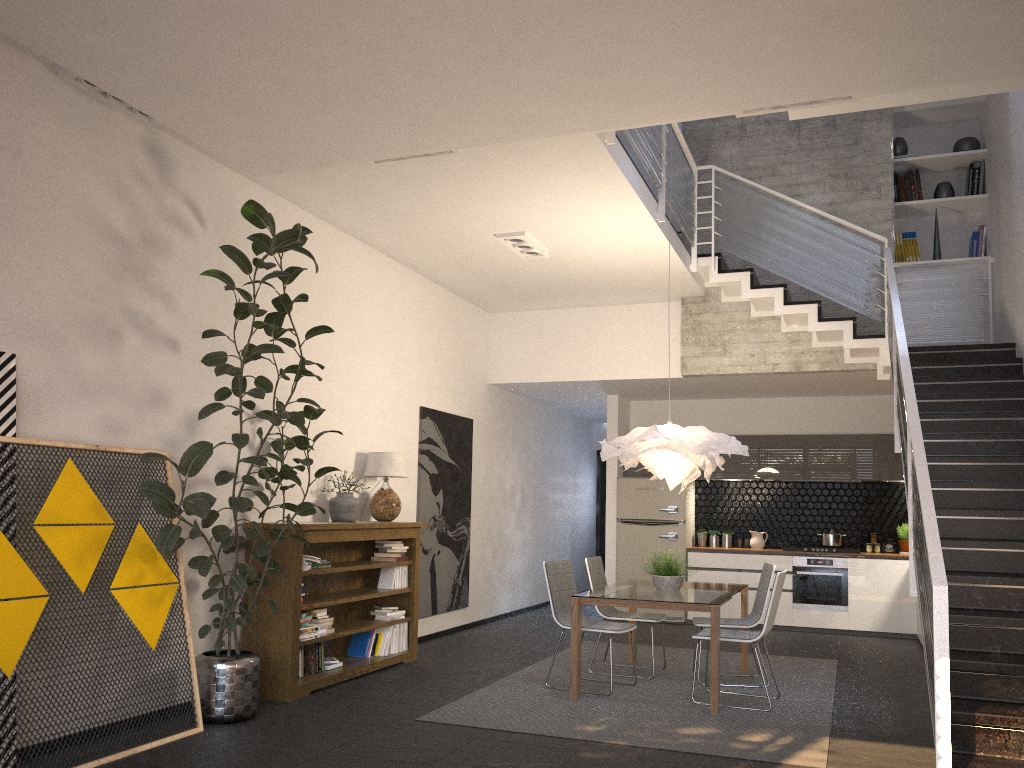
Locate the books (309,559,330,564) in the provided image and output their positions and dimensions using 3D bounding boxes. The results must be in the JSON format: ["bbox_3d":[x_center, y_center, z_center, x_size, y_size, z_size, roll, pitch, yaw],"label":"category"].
[{"bbox_3d":[-1.459,1.289,6.437,0.166,0.023,0.228,-2,-9,25],"label":"books"}]

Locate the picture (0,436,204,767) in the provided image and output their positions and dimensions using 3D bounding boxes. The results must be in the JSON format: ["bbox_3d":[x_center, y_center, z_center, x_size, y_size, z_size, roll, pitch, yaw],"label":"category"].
[{"bbox_3d":[-2.189,1.093,4.496,0.386,1.597,1.505,-1,-7,21],"label":"picture"}]

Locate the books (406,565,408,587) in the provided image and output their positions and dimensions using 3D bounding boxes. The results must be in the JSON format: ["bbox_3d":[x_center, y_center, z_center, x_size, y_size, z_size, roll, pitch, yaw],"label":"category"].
[{"bbox_3d":[-0.955,1.645,7.598,0.135,0.188,0.031,-1,-5,21],"label":"books"}]

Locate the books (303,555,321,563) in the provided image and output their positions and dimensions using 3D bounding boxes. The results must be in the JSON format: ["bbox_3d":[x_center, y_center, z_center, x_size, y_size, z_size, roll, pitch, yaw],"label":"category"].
[{"bbox_3d":[-1.550,1.231,6.307,0.273,0.108,0.323,6,-9,-34],"label":"books"}]

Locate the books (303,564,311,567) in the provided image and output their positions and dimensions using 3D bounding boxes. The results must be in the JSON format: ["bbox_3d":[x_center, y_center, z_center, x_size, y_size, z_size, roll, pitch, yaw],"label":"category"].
[{"bbox_3d":[-1.551,1.282,6.274,0.253,0.011,0.320,3,-8,-12],"label":"books"}]

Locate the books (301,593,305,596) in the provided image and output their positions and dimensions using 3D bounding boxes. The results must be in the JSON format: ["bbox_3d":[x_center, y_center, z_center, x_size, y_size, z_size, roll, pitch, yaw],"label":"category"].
[{"bbox_3d":[-1.574,1.478,6.202,0.174,0.019,0.245,0,-8,6],"label":"books"}]

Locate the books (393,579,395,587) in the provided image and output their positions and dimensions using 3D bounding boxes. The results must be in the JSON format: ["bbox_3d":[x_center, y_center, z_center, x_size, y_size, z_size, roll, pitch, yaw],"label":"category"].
[{"bbox_3d":[-1.034,1.630,7.393,0.120,0.157,0.056,-1,-6,21],"label":"books"}]

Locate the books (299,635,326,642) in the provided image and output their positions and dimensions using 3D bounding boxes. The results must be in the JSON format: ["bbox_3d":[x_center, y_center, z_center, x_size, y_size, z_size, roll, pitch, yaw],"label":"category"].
[{"bbox_3d":[-1.479,1.772,6.198,0.218,0.008,0.306,-2,-9,20],"label":"books"}]

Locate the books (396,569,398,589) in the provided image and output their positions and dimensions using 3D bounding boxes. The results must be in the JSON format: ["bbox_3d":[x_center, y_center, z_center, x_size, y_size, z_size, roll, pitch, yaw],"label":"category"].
[{"bbox_3d":[-1.014,1.638,7.447,0.120,0.158,0.016,-1,-5,21],"label":"books"}]

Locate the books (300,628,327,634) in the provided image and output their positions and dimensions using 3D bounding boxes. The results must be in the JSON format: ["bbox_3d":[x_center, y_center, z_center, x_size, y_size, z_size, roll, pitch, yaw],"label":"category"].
[{"bbox_3d":[-1.476,1.723,6.209,0.218,0.007,0.306,-2,-9,24],"label":"books"}]

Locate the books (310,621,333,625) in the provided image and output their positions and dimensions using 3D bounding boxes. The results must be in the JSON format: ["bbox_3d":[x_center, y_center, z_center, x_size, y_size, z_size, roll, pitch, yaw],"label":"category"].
[{"bbox_3d":[-1.462,1.749,6.488,0.243,0.023,0.176,-3,-9,28],"label":"books"}]

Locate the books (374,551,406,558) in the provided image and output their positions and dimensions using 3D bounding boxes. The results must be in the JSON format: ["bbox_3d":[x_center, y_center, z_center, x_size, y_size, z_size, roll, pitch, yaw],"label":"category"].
[{"bbox_3d":[1.271,-1.656,8.938,5.402,6.675,0.361,5,-6,-28],"label":"books"}]

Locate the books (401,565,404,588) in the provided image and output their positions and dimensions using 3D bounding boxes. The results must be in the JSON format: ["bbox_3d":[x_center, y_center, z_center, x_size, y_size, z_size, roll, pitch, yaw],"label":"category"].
[{"bbox_3d":[-0.983,1.635,7.524,0.135,0.188,0.015,-1,-5,21],"label":"books"}]

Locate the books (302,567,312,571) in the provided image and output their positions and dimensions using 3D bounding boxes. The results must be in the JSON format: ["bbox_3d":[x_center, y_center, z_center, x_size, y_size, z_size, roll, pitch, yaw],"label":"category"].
[{"bbox_3d":[-1.547,1.299,6.244,0.252,0.011,0.320,2,-8,-5],"label":"books"}]

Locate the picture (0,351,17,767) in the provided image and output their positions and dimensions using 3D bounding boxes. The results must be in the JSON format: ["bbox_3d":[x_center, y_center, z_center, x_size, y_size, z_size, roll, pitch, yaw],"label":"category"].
[{"bbox_3d":[-2.582,0.782,3.856,0.207,2.009,0.962,-1,-6,21],"label":"picture"}]

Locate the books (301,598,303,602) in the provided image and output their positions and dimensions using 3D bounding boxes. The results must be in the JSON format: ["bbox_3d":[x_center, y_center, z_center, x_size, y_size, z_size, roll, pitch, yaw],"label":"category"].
[{"bbox_3d":[-1.579,1.521,6.205,0.158,0.021,0.225,0,-8,6],"label":"books"}]

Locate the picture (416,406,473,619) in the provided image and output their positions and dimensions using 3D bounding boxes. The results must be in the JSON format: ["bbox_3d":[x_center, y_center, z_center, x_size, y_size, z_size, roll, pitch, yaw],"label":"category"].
[{"bbox_3d":[-0.680,1.306,9.043,0.033,2.018,1.239,-1,-6,21],"label":"picture"}]

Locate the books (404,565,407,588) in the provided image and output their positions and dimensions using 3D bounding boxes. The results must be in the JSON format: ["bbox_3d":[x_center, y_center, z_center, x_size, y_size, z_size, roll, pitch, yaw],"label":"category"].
[{"bbox_3d":[-0.965,1.642,7.576,0.136,0.188,0.018,-1,-5,21],"label":"books"}]

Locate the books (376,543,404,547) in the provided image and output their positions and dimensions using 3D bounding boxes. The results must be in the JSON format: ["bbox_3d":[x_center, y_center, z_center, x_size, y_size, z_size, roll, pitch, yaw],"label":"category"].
[{"bbox_3d":[-1.040,1.363,7.522,0.175,0.023,0.244,5,-9,-24],"label":"books"}]

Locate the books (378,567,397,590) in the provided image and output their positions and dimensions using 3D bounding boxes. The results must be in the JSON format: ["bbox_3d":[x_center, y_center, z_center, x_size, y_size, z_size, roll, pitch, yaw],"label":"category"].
[{"bbox_3d":[-1.040,1.615,7.376,0.135,0.181,0.078,-1,-6,21],"label":"books"}]

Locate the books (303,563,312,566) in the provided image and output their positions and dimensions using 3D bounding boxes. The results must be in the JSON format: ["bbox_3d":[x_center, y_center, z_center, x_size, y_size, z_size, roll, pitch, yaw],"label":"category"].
[{"bbox_3d":[-1.558,1.265,6.232,0.252,0.011,0.320,1,-8,3],"label":"books"}]

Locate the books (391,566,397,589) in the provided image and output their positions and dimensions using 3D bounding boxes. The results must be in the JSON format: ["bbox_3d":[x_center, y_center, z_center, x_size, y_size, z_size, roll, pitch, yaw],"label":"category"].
[{"bbox_3d":[-1.036,1.621,7.435,0.136,0.188,0.018,-1,-5,21],"label":"books"}]

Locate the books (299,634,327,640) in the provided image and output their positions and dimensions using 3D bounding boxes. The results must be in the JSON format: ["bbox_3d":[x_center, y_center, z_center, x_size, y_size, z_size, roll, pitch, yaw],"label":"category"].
[{"bbox_3d":[-1.480,1.765,6.197,0.219,0.007,0.306,-3,-9,25],"label":"books"}]

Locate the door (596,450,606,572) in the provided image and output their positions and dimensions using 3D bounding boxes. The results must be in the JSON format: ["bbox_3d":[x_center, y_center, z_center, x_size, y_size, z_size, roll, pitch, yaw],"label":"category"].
[{"bbox_3d":[1.906,2.214,14.267,1.108,2.304,0.161,-1,-5,21],"label":"door"}]

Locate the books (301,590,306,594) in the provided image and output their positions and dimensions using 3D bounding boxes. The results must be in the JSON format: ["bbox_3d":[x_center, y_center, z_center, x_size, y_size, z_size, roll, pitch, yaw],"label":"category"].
[{"bbox_3d":[-1.574,1.456,6.195,0.162,0.023,0.233,-2,-9,21],"label":"books"}]

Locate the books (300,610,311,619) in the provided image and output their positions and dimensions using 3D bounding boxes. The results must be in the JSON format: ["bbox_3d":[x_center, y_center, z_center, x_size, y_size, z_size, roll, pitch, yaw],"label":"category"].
[{"bbox_3d":[-1.551,1.630,6.269,0.193,0.028,0.247,1,-8,1],"label":"books"}]

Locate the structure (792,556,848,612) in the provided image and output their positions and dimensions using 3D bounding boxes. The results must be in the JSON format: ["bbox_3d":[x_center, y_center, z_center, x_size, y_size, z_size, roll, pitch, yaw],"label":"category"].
[{"bbox_3d":[3.537,2.269,10.138,0.588,0.585,0.587,-1,-7,21],"label":"structure"}]

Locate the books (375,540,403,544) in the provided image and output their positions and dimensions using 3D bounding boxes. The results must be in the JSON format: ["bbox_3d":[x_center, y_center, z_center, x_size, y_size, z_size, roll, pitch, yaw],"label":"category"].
[{"bbox_3d":[-1.047,1.341,7.526,0.205,0.022,0.156,0,-8,6],"label":"books"}]

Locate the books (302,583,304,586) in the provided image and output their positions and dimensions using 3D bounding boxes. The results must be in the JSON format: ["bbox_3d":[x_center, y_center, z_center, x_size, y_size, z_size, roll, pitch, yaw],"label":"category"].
[{"bbox_3d":[-1.572,1.415,6.212,0.155,0.020,0.206,0,-8,6],"label":"books"}]

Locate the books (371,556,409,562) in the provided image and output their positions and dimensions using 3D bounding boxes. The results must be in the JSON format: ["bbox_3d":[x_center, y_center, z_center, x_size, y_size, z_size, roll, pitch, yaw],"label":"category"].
[{"bbox_3d":[-1.028,1.470,7.462,0.230,0.034,0.287,-1,-8,13],"label":"books"}]

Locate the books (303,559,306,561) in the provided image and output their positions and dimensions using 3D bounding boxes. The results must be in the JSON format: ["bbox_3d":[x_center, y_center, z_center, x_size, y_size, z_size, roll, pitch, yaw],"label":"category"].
[{"bbox_3d":[-1.570,1.232,6.229,0.252,0.011,0.320,2,-8,-2],"label":"books"}]

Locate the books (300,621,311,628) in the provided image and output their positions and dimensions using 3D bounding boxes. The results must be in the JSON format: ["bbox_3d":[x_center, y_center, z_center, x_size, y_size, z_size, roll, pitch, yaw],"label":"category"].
[{"bbox_3d":[-1.537,1.691,6.253,0.175,0.023,0.251,1,-8,2],"label":"books"}]

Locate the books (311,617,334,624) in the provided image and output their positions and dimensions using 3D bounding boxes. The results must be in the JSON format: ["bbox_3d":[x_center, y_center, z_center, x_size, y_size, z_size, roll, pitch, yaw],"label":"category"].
[{"bbox_3d":[-1.451,1.723,6.491,0.225,0.029,0.180,-2,-9,24],"label":"books"}]

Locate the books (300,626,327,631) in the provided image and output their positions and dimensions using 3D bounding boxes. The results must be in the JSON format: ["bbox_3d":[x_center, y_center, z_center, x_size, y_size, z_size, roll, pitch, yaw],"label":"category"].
[{"bbox_3d":[-1.482,1.708,6.214,0.219,0.007,0.306,-3,-9,25],"label":"books"}]

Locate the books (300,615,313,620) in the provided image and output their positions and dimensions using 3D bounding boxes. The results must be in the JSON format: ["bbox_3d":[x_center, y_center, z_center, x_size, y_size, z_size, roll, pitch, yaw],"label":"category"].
[{"bbox_3d":[-1.550,1.651,6.268,0.192,0.014,0.257,0,-8,9],"label":"books"}]

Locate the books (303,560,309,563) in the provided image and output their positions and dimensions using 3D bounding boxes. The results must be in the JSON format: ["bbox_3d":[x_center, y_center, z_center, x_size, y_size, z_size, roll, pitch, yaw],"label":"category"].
[{"bbox_3d":[-1.566,1.244,6.235,0.252,0.011,0.320,2,-8,-7],"label":"books"}]

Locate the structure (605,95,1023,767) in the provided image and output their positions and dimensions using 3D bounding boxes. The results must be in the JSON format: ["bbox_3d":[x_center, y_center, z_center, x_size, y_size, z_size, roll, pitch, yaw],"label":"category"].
[{"bbox_3d":[2.063,-1.718,7.809,4.235,8.267,8.505,-1,-7,21],"label":"structure"}]

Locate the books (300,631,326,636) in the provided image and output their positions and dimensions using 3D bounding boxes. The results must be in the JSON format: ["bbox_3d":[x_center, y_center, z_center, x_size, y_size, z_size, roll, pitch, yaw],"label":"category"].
[{"bbox_3d":[-1.484,1.739,6.203,0.219,0.008,0.290,-3,-9,27],"label":"books"}]

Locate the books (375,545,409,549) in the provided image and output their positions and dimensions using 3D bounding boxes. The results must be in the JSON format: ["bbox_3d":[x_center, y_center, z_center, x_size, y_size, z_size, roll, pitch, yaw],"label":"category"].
[{"bbox_3d":[-1.023,1.388,7.533,0.175,0.019,0.244,9,-11,-43],"label":"books"}]

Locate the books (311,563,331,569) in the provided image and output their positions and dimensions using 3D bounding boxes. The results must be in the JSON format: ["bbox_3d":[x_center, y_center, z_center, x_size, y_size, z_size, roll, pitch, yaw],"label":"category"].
[{"bbox_3d":[-1.462,1.319,6.444,0.180,0.034,0.244,-2,-9,24],"label":"books"}]

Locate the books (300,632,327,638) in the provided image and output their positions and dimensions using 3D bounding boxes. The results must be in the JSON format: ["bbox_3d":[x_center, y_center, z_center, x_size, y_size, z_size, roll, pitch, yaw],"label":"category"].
[{"bbox_3d":[-1.478,1.750,6.198,0.219,0.013,0.306,-3,-9,25],"label":"books"}]

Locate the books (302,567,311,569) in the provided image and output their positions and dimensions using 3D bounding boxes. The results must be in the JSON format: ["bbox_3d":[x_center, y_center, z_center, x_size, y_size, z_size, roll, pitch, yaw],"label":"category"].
[{"bbox_3d":[-1.549,1.290,6.256,0.252,0.011,0.320,3,-8,-9],"label":"books"}]

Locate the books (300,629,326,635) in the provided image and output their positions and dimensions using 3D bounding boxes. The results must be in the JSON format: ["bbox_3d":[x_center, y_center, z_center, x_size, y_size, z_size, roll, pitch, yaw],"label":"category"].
[{"bbox_3d":[-1.479,1.729,6.207,0.219,0.008,0.290,-2,-9,25],"label":"books"}]

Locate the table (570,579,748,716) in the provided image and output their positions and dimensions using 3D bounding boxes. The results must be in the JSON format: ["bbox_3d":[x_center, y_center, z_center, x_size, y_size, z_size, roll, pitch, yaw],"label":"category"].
[{"bbox_3d":[1.189,1.925,6.741,0.997,0.710,1.809,-1,-8,21],"label":"table"}]

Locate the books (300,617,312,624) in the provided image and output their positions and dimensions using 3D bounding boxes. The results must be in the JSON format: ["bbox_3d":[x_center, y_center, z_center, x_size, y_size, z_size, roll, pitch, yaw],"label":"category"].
[{"bbox_3d":[-1.536,1.669,6.255,0.175,0.023,0.251,0,-8,7],"label":"books"}]

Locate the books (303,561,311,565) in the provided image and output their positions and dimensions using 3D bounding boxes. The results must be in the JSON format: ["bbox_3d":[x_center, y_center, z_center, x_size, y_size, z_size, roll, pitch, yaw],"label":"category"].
[{"bbox_3d":[-1.554,1.257,6.248,0.252,0.011,0.320,2,-8,-7],"label":"books"}]

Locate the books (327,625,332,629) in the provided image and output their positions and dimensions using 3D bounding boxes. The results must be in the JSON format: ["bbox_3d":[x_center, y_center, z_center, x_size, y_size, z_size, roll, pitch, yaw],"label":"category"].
[{"bbox_3d":[-1.458,1.771,6.473,0.227,0.023,0.167,-2,-8,19],"label":"books"}]

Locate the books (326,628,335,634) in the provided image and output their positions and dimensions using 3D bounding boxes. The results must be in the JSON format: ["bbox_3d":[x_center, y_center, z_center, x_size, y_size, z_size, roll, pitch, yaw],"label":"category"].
[{"bbox_3d":[-1.449,1.800,6.473,0.243,0.034,0.180,-2,-9,23],"label":"books"}]

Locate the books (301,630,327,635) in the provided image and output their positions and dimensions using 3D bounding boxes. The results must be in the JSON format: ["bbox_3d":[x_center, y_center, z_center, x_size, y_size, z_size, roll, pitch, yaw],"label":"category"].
[{"bbox_3d":[-1.481,1.735,6.211,0.219,0.006,0.306,-3,-9,25],"label":"books"}]

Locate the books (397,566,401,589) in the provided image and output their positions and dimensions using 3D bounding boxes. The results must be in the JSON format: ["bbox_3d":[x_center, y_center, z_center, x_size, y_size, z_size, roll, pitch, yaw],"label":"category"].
[{"bbox_3d":[-1.000,1.625,7.461,0.136,0.188,0.018,-1,-5,21],"label":"books"}]

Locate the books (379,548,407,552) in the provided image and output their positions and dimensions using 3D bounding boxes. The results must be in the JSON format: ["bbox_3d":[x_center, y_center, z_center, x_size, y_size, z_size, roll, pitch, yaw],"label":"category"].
[{"bbox_3d":[-1.016,1.412,7.531,0.179,0.029,0.226,5,-9,-27],"label":"books"}]

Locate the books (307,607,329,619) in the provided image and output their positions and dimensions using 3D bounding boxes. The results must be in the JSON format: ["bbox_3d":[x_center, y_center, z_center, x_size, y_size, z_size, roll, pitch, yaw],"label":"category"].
[{"bbox_3d":[-1.468,1.674,6.496,0.217,0.069,0.158,-3,-9,31],"label":"books"}]

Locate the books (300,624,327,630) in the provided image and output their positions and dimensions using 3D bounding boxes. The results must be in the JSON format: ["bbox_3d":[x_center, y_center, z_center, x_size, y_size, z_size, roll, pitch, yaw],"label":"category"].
[{"bbox_3d":[-1.480,1.700,6.215,0.219,0.013,0.306,-3,-9,25],"label":"books"}]

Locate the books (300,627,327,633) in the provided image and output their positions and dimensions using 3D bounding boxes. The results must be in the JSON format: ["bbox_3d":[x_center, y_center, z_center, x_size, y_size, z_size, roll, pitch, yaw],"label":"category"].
[{"bbox_3d":[-1.478,1.716,6.211,0.218,0.007,0.306,-2,-9,24],"label":"books"}]
